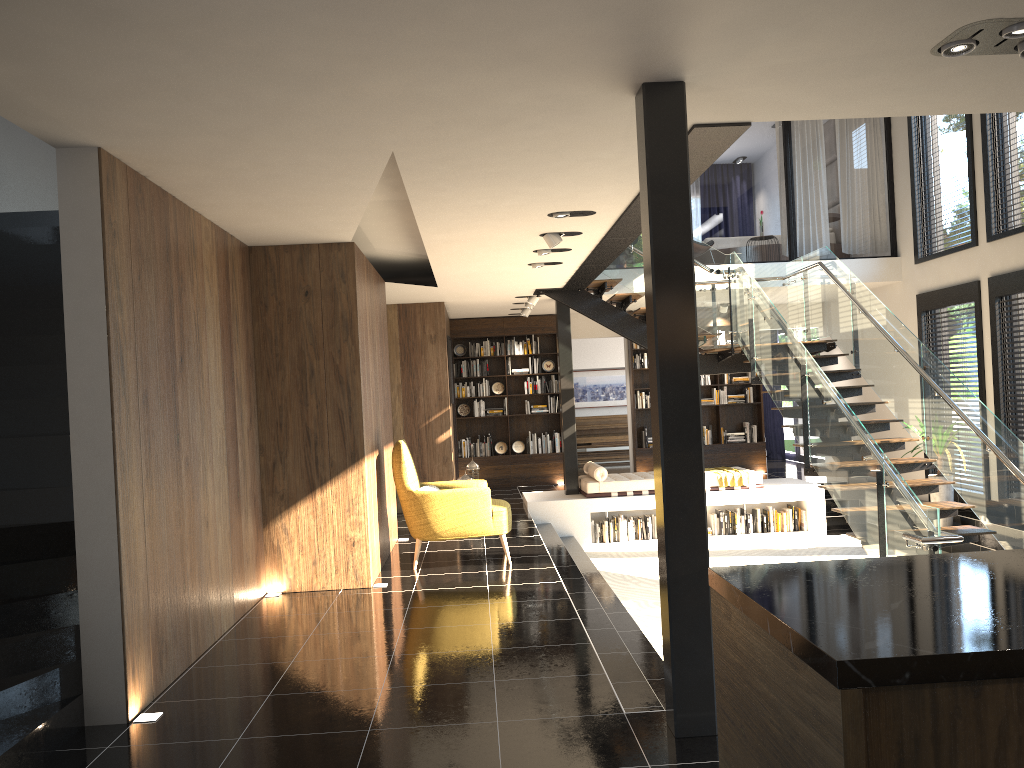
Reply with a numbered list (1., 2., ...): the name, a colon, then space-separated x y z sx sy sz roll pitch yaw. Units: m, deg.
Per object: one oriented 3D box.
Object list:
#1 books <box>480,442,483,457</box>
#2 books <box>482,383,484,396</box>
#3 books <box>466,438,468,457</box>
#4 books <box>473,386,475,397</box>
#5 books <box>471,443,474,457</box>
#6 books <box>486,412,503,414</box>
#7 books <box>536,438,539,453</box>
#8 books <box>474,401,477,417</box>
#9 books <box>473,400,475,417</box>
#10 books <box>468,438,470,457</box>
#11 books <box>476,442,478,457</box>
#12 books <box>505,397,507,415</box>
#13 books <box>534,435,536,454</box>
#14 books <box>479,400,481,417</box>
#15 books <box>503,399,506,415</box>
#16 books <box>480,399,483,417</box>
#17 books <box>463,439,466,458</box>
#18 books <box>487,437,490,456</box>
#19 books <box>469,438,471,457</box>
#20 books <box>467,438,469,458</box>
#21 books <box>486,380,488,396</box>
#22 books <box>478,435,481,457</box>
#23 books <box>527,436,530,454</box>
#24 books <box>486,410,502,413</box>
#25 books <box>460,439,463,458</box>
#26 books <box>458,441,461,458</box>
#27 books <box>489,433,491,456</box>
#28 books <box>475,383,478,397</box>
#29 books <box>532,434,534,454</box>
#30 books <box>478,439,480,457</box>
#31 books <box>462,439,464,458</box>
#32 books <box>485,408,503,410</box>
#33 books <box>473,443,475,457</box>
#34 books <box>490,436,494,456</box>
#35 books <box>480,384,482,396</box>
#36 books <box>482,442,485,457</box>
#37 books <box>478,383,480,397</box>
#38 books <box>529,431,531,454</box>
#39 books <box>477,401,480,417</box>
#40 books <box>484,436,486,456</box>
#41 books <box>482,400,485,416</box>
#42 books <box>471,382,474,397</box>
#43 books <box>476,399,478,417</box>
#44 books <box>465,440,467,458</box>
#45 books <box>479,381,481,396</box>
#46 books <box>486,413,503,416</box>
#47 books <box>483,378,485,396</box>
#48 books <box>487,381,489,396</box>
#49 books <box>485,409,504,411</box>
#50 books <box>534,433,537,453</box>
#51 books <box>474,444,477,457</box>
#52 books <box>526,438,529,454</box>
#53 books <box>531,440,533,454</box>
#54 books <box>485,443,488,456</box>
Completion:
1. books: -0.488 1.035 14.060 0.034 0.223 0.209 -3 0 -2
2. books: -0.461 0.089 14.066 0.027 0.214 0.159 -3 0 -2
3. books: -0.710 1.005 14.030 0.016 0.304 0.217 -3 0 -2
4. books: -0.600 0.119 14.048 0.026 0.167 0.173 -3 0 -2
5. books: -0.632 1.048 14.075 0.035 0.212 0.159 -3 0 -2
6. books: -0.278 0.462 14.063 0.266 0.021 0.152 -3 -1 -4
7. books: 0.401 0.977 14.098 0.034 0.250 0.115 -3 0 -2
8. books: -0.580 0.391 14.018 0.026 0.257 0.192 -3 0 -2
9. books: -0.605 0.389 14.053 0.020 0.264 0.152 -3 0 -3
10. books: -0.679 1.005 14.058 0.018 0.301 0.195 -3 0 -3
11. books: -0.550 1.038 14.048 0.026 0.222 0.209 -3 0 -2
12. books: -0.091 0.352 14.045 0.018 0.286 0.157 -3 0 -2
13. books: 0.355 0.960 14.092 0.019 0.289 0.145 -3 0 -2
14. books: -0.506 0.384 14.051 0.024 0.265 0.148 -3 0 -3
15. books: -0.117 0.366 14.068 0.032 0.261 0.157 -3 0 -2
16. books: -0.478 0.375 14.044 0.032 0.279 0.133 -3 0 -2
17. books: -0.756 1.019 14.054 0.030 0.282 0.170 -3 0 -2
18. books: -0.374 0.988 14.045 0.027 0.304 0.204 -3 0 -2
19. books: -0.660 1.003 14.053 0.020 0.304 0.189 -3 0 -2
20. books: -0.695 1.003 14.024 0.015 0.306 0.222 -3 0 -2
21. books: -0.401 0.063 14.047 0.021 0.260 0.197 -3 0 -2
22. books: -0.514 0.977 14.021 0.016 0.341 0.217 -3 0 -2
23. books: 0.264 0.970 14.085 0.024 0.278 0.135 -3 0 -2
24. books: -0.279 0.435 14.063 0.244 0.033 0.142 -3 -1 -6
25. books: -0.801 1.018 14.067 0.032 0.288 0.180 -3 0 -2
26. books: -0.832 1.033 14.058 0.032 0.261 0.194 -3 0 -2
27. books: -0.351 0.961 14.022 0.019 0.356 0.235 -3 0 -2
28. books: -0.562 0.093 14.057 0.053 0.216 0.151 -3 0 -3
29. books: 0.336 0.947 14.089 0.019 0.317 0.122 -3 0 -2
30. books: -0.530 1.007 14.037 0.017 0.282 0.232 -3 0 -2
31. books: -0.777 1.020 14.036 0.014 0.282 0.232 -3 0 -2
32. books: -0.281 0.396 14.043 0.292 0.013 0.187 -3 -1 0
33. books: -0.602 1.043 14.029 0.021 0.217 0.220 -3 0 -2
34. books: -0.321 0.980 14.047 0.042 0.315 0.193 -3 0 -2
35. books: -0.486 0.100 14.041 0.025 0.193 0.172 -3 0 -2
36. books: -0.453 1.034 14.061 0.036 0.222 0.173 -3 0 -2
37. books: -0.526 0.096 14.024 0.016 0.205 0.204 -3 0 -2
38. books: 0.285 0.928 14.044 0.017 0.359 0.189 -3 0 -2
39. books: -0.534 0.395 14.056 0.032 0.245 0.120 -3 0 -2
40. books: -0.428 0.982 14.042 0.016 0.322 0.218 -3 0 -2
41. books: -0.447 0.387 14.064 0.030 0.253 0.138 -3 0 -2
42. books: -0.627 0.085 14.034 0.026 0.237 0.164 -3 0 -2
43. books: -0.558 0.381 14.029 0.018 0.275 0.144 -3 0 -3
44. books: -0.728 1.024 14.024 0.022 0.269 0.216 -3 0 -2
45. books: -0.510 0.077 14.052 0.020 0.243 0.154 -3 0 -2
46. books: -0.277 0.489 14.061 0.262 0.032 0.154 -3 -1 0
47. books: -0.440 0.053 14.043 0.018 0.284 0.198 -3 0 -2
48. books: -0.380 0.070 14.070 0.023 0.245 0.133 -3 0 -2
49. books: -0.281 0.411 14.051 0.293 0.016 0.174 -3 -1 -4
50. books: 0.374 0.943 14.077 0.019 0.321 0.161 -3 0 -2
51. books: -0.578 1.048 14.057 0.029 0.207 0.166 -3 0 -2
52. books: 0.242 0.988 14.092 0.023 0.244 0.135 -3 0 -2
53. books: 0.312 0.999 14.089 0.034 0.215 0.104 -3 0 -2
54. books: -0.402 1.038 14.063 0.033 0.208 0.192 -3 0 -2
